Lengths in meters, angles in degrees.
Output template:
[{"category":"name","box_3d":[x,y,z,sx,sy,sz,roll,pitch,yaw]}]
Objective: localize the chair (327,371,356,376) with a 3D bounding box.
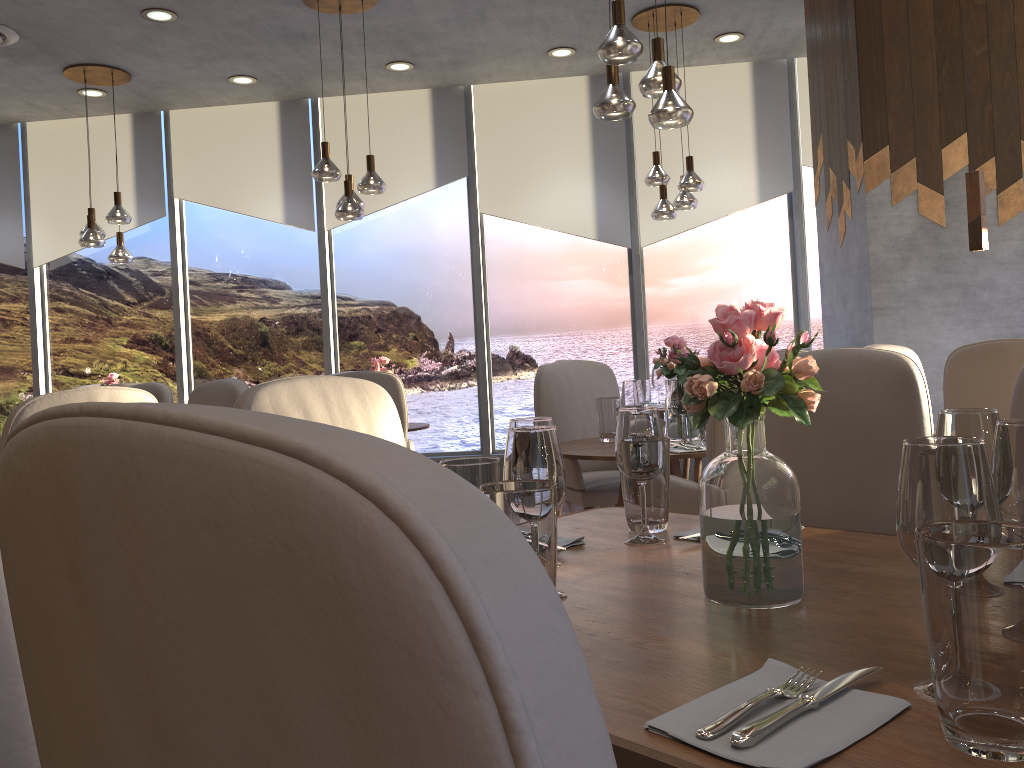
[{"category":"chair","box_3d":[-1.010,0.416,5.736,0.528,1.000,0.599,-3,0,-14]}]

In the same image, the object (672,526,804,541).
[{"category":"object","box_3d":[0.406,0.269,1.634,0.255,0.019,0.157,-4,2,-42]}]

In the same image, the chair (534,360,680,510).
[{"category":"chair","box_3d":[0.396,0.387,3.955,0.528,1.000,0.599,-3,0,-18]}]

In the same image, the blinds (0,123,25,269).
[{"category":"blinds","box_3d":[-4.707,-2.264,7.448,1.173,2.681,0.007,-3,0,6]}]

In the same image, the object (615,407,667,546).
[{"category":"object","box_3d":[0.236,0.166,1.613,0.092,0.244,0.092,-3,0,6]}]

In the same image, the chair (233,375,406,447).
[{"category":"chair","box_3d":[-0.261,0.476,1.829,0.528,1.000,0.599,-3,0,-41]}]

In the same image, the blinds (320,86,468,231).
[{"category":"blinds","box_3d":[-0.981,-2.594,7.081,1.173,2.681,0.007,-3,0,6]}]

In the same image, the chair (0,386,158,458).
[{"category":"chair","box_3d":[-1.267,0.513,2.426,0.599,1.000,0.528,-3,0,36]}]

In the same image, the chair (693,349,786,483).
[{"category":"chair","box_3d":[1.424,0.299,5.314,0.528,1.000,0.599,-3,0,-40]}]

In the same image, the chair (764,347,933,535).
[{"category":"chair","box_3d":[0.606,0.429,1.896,0.528,1.000,0.600,-3,0,44]}]

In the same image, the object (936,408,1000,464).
[{"category":"object","box_3d":[0.616,0.157,1.184,0.092,0.244,0.092,-3,0,-17]}]

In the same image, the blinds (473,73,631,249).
[{"category":"blinds","box_3d":[0.275,-2.360,6.957,1.173,2.681,0.007,-3,0,6]}]

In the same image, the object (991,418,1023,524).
[{"category":"object","box_3d":[0.588,0.163,0.991,0.092,0.244,0.092,-3,0,26]}]

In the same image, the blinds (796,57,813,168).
[{"category":"blinds","box_3d":[2.746,-2.675,6.714,1.173,2.681,0.007,-3,0,6]}]

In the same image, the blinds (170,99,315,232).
[{"category":"blinds","box_3d":[-2.236,-2.532,7.205,1.173,2.681,0.007,-3,0,6]}]

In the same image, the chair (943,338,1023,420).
[{"category":"chair","box_3d":[1.637,0.356,2.638,0.600,1.000,0.528,-3,0,-38]}]

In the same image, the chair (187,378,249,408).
[{"category":"chair","box_3d":[-1.285,0.493,3.278,0.528,1.000,0.600,-3,0,42]}]

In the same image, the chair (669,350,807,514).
[{"category":"chair","box_3d":[0.725,0.398,2.842,0.528,1.000,0.599,-3,0,-17]}]

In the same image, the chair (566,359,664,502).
[{"category":"chair","box_3d":[0.690,0.315,6.213,0.528,1.000,0.599,-3,0,-41]}]

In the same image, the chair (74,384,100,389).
[{"category":"chair","box_3d":[-3.102,0.501,6.721,0.528,1.000,0.599,-3,0,-32]}]

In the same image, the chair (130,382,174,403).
[{"category":"chair","box_3d":[-1.720,0.506,3.639,0.528,1.000,0.600,-3,0,37]}]

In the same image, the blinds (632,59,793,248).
[{"category":"blinds","box_3d":[1.515,-2.422,6.835,1.173,2.681,0.007,-3,0,6]}]

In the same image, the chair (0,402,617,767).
[{"category":"chair","box_3d":[0.045,0.491,0.586,0.528,1.000,0.600,-3,0,42]}]

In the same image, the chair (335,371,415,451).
[{"category":"chair","box_3d":[-0.767,0.432,4.600,0.528,1.000,0.599,-3,0,-13]}]

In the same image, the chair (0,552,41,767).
[{"category":"chair","box_3d":[-0.359,0.502,0.986,0.600,1.000,0.528,-3,0,-41]}]

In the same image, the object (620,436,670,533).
[{"category":"object","box_3d":[0.259,0.195,1.720,0.102,0.178,0.102,-3,0,-36]}]

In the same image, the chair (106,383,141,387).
[{"category":"chair","box_3d":[-2.517,0.495,5.719,0.528,1.000,0.599,-3,0,-31]}]

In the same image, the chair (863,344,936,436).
[{"category":"chair","box_3d":[1.746,0.327,3.533,0.528,1.000,0.599,-3,0,-35]}]

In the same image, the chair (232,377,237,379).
[{"category":"chair","box_3d":[-2.308,0.465,6.502,0.600,1.000,0.528,-3,0,-28]}]

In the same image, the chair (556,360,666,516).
[{"category":"chair","box_3d":[0.568,0.341,5.441,0.600,1.000,0.528,-3,0,-37]}]

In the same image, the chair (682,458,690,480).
[{"category":"chair","box_3d":[1.508,0.274,6.121,0.600,1.000,0.528,-3,0,-37]}]

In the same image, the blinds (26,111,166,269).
[{"category":"blinds","box_3d":[-3.468,-2.325,7.326,1.173,2.681,0.007,-3,0,6]}]

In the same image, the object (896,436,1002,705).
[{"category":"object","box_3d":[0.420,0.175,0.850,0.092,0.244,0.092,-3,0,1]}]

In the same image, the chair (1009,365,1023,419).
[{"category":"chair","box_3d":[0.991,0.419,1.483,0.600,1.000,0.528,-3,0,-41]}]
